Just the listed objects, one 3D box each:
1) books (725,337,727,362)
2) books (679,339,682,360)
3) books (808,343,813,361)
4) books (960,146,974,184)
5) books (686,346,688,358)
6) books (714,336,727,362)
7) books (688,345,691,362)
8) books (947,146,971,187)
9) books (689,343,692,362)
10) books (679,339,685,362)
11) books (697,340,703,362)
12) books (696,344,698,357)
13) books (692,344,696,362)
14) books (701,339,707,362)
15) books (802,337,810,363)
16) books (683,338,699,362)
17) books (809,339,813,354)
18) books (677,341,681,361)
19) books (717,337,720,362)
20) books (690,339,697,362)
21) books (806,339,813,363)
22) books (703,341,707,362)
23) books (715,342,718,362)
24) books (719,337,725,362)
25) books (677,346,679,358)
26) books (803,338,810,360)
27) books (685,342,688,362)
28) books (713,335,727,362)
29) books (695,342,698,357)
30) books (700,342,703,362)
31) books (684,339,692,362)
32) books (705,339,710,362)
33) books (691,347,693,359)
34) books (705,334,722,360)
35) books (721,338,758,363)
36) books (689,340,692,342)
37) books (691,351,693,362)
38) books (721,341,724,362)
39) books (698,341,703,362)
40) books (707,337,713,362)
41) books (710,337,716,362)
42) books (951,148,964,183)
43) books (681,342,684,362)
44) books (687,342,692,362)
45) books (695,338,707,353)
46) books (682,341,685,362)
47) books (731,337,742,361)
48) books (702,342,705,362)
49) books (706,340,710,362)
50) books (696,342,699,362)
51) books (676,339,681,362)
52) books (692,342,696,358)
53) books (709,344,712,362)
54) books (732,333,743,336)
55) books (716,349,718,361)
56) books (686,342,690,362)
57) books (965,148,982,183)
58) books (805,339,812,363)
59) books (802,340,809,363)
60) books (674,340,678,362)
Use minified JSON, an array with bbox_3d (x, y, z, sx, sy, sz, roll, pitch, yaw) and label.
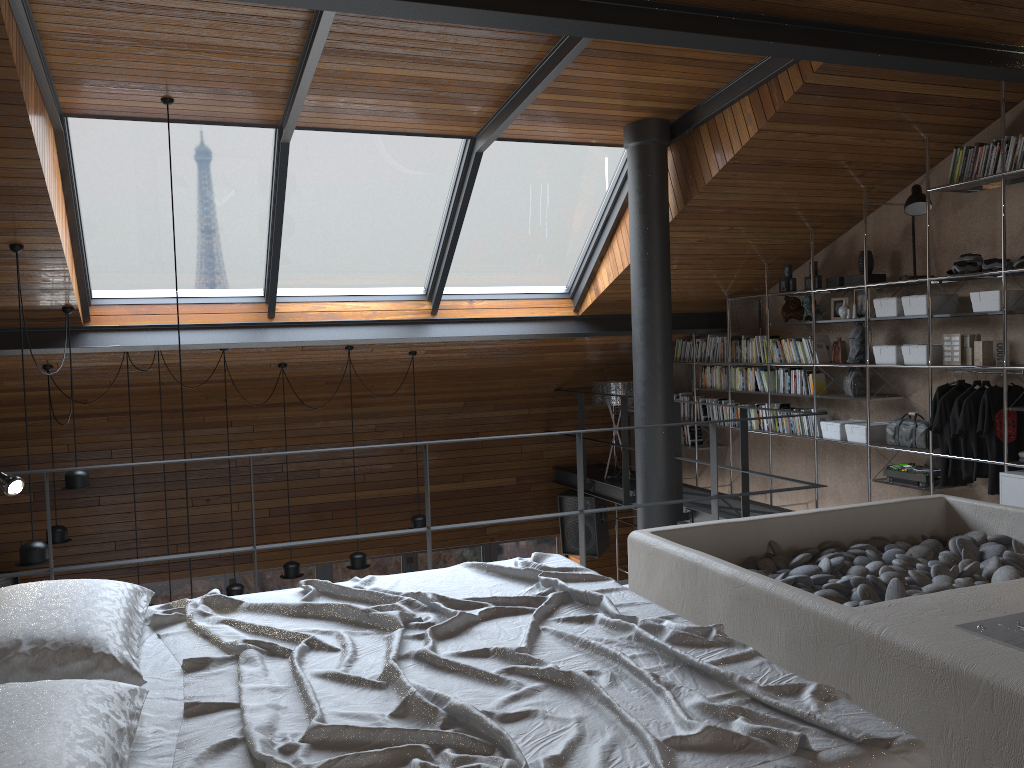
[{"bbox_3d":[2.020,-0.318,8.146,0.148,0.234,0.013,-3,3,-21],"label":"books"},{"bbox_3d":[1.744,-0.338,8.869,0.148,0.229,0.073,-3,3,-21],"label":"books"},{"bbox_3d":[2.422,-0.247,7.045,0.119,0.166,0.072,-3,3,-21],"label":"books"},{"bbox_3d":[2.937,-1.392,5.647,0.160,0.228,0.080,-3,3,-21],"label":"books"},{"bbox_3d":[1.784,-0.318,8.727,0.139,0.199,0.074,-3,3,-21],"label":"books"},{"bbox_3d":[1.990,-0.328,8.299,0.191,0.244,0.075,-3,3,-21],"label":"books"},{"bbox_3d":[1.785,-0.302,8.682,0.119,0.169,0.058,-3,3,-21],"label":"books"},{"bbox_3d":[2.924,-1.408,5.752,0.206,0.249,0.074,-3,3,-21],"label":"books"},{"bbox_3d":[1.801,-0.319,8.665,0.125,0.204,0.072,-3,3,-21],"label":"books"},{"bbox_3d":[1.754,-0.336,8.843,0.160,0.228,0.080,-3,3,-21],"label":"books"},{"bbox_3d":[1.853,-0.320,8.531,0.137,0.213,0.068,-3,3,-21],"label":"books"},{"bbox_3d":[1.828,-0.301,8.557,0.112,0.173,0.054,-3,3,-21],"label":"books"},{"bbox_3d":[1.807,-0.300,8.597,0.111,0.171,0.056,-3,3,-21],"label":"books"},{"bbox_3d":[1.874,-0.319,8.477,0.133,0.215,0.070,-3,3,-21],"label":"books"},{"bbox_3d":[2.424,-0.272,7.110,0.164,0.209,0.084,-3,3,-21],"label":"books"},{"bbox_3d":[1.766,-0.338,8.775,0.143,0.233,0.081,-3,3,-21],"label":"books"},{"bbox_3d":[2.434,-0.263,7.037,0.125,0.200,0.088,-3,3,-21],"label":"books"},{"bbox_3d":[1.731,-0.332,8.881,0.149,0.202,0.067,-3,3,-22],"label":"books"},{"bbox_3d":[1.974,-0.319,8.234,0.148,0.233,0.053,-3,3,-21],"label":"books"},{"bbox_3d":[1.818,-0.327,8.649,0.161,0.220,0.074,-3,3,-21],"label":"books"},{"bbox_3d":[2.420,-0.262,7.063,0.127,0.192,0.079,-3,3,-21],"label":"books"},{"bbox_3d":[1.886,-0.311,8.451,0.123,0.201,0.071,-3,3,-21],"label":"books"},{"bbox_3d":[1.960,-0.300,8.270,0.131,0.178,0.057,-3,3,-21],"label":"books"},{"bbox_3d":[1.987,-0.320,8.214,0.148,0.234,0.033,-3,3,-21],"label":"books"},{"bbox_3d":[1.720,-0.321,8.893,0.131,0.178,0.057,-3,3,-22],"label":"books"},{"bbox_3d":[2.428,-0.273,7.101,0.170,0.209,0.082,-3,3,-22],"label":"books"},{"bbox_3d":[1.770,-0.318,8.742,0.127,0.197,0.063,-3,3,-21],"label":"books"},{"bbox_3d":[1.981,-0.331,8.308,0.191,0.249,0.077,-3,3,-21],"label":"books"},{"bbox_3d":[1.823,-0.311,8.561,0.111,0.194,0.059,-3,3,-21],"label":"books"},{"bbox_3d":[1.870,-0.309,8.508,0.120,0.186,0.064,-3,3,-21],"label":"books"},{"bbox_3d":[1.775,-0.334,8.762,0.129,0.226,0.069,-3,3,-21],"label":"books"},{"bbox_3d":[1.900,-0.317,8.414,0.118,0.218,0.073,-3,3,-21],"label":"books"},{"bbox_3d":[1.803,-0.306,8.634,0.117,0.180,0.059,-3,3,-21],"label":"books"},{"bbox_3d":[1.912,-0.341,8.430,0.143,0.264,0.088,-3,3,-21],"label":"books"},{"bbox_3d":[2.072,-0.301,7.938,0.131,0.216,0.509,-3,3,-21],"label":"books"},{"bbox_3d":[1.805,-0.328,8.719,0.177,0.214,0.064,-3,3,-21],"label":"books"},{"bbox_3d":[1.802,-0.303,8.623,0.112,0.173,0.054,-3,3,-21],"label":"books"},{"bbox_3d":[1.994,-0.302,8.192,0.143,0.199,0.019,-3,3,-21],"label":"books"},{"bbox_3d":[1.859,-0.315,8.518,0.131,0.202,0.068,-3,3,-21],"label":"books"},{"bbox_3d":[1.914,-0.327,8.345,0.148,0.229,0.073,-3,3,-21],"label":"books"},{"bbox_3d":[1.931,-0.326,8.302,0.148,0.229,0.073,-3,3,-21],"label":"books"},{"bbox_3d":[2.918,-1.395,5.711,0.169,0.229,0.077,-3,3,-21],"label":"books"},{"bbox_3d":[1.746,-0.322,8.816,0.130,0.202,0.063,-3,3,-21],"label":"books"},{"bbox_3d":[1.786,-0.317,8.692,0.127,0.197,0.063,-3,3,-21],"label":"books"},{"bbox_3d":[1.825,-0.327,8.572,0.122,0.227,0.076,-3,3,-21],"label":"books"},{"bbox_3d":[1.762,-0.325,8.808,0.146,0.208,0.071,-3,3,-21],"label":"books"},{"bbox_3d":[2.039,-0.313,8.043,0.129,0.231,0.010,-3,3,-21],"label":"books"},{"bbox_3d":[1.881,-0.308,8.468,0.126,0.194,0.064,-3,3,-21],"label":"books"},{"bbox_3d":[1.920,-0.315,8.385,0.155,0.212,0.073,-3,3,-21],"label":"books"},{"bbox_3d":[1.846,-0.311,8.546,0.138,0.189,0.065,-3,3,-21],"label":"books"},{"bbox_3d":[1.735,-0.339,8.907,0.169,0.229,0.077,-3,3,-21],"label":"books"},{"bbox_3d":[1.809,-0.313,8.614,0.111,0.194,0.059,-3,3,-21],"label":"books"},{"bbox_3d":[1.942,-0.315,8.347,0.164,0.214,0.066,-3,3,-21],"label":"books"},{"bbox_3d":[2.050,-0.332,8.064,0.143,0.268,0.020,-3,3,-21],"label":"books"},{"bbox_3d":[1.973,-0.309,8.261,0.137,0.197,0.063,-3,3,-21],"label":"books"},{"bbox_3d":[1.775,-0.317,8.699,0.127,0.197,0.063,-3,3,-21],"label":"books"},{"bbox_3d":[2.945,-1.381,5.612,0.146,0.208,0.071,-3,3,-21],"label":"books"},{"bbox_3d":[2.409,-0.262,7.070,0.127,0.192,0.079,-3,3,-21],"label":"books"},{"bbox_3d":[2.404,-0.263,7.112,0.127,0.192,0.079,-3,3,-21],"label":"books"},{"bbox_3d":[1.709,-0.340,8.926,0.148,0.229,0.073,-3,3,-21],"label":"books"}]
